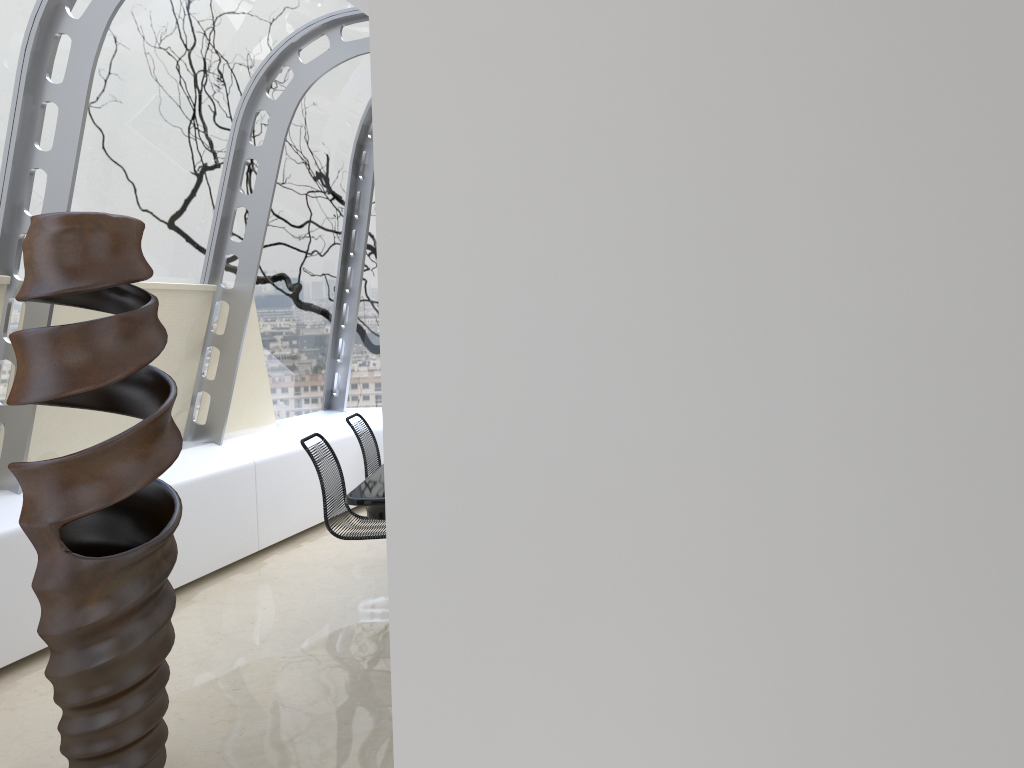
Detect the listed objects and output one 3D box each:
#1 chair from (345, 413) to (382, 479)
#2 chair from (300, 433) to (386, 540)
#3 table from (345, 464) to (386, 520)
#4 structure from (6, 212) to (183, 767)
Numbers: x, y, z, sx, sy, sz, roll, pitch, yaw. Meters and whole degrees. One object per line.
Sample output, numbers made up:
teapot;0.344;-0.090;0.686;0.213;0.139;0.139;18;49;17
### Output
chair;-0.633;0.441;5.384;0.688;0.519;0.446;-1;4;3
chair;-0.681;0.512;4.463;0.688;0.519;0.446;-1;4;3
table;0.881;0.727;4.836;3.031;0.759;2.494;-1;4;3
structure;-1.296;0.402;2.801;0.493;1.843;0.498;0;5;14
